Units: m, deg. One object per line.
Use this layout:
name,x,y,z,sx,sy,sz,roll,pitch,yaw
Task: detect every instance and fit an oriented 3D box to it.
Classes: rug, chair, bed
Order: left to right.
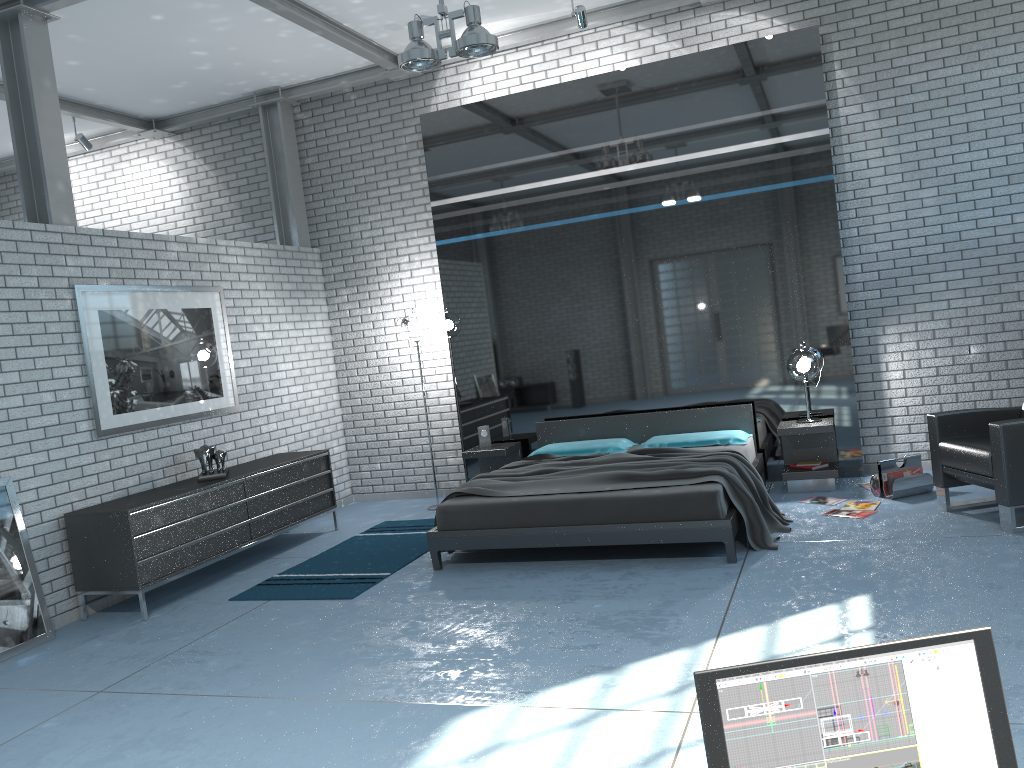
rug,-1.013,1.222,6.391,0.886,0.012,2.060,-6,3,21
bed,0.797,0.676,6.345,2.290,0.674,2.261,-6,3,21
chair,3.132,0.220,5.323,0.940,1.099,0.763,-7,3,-4

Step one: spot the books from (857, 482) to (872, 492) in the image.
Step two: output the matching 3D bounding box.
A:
books,2.709,0.755,6.555,0.214,0.005,0.318,-7,3,3

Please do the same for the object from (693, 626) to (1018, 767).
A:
object,0.440,0.476,0.948,0.380,0.288,0.320,-7,3,-4

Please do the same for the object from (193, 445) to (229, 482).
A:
object,-2.180,0.558,6.428,0.221,0.237,0.369,-8,3,-14

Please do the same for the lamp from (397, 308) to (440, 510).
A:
lamp,-0.763,0.214,7.820,0.250,1.773,0.259,-8,3,-24

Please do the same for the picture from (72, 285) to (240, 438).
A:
picture,-2.540,-0.213,6.499,0.020,1.015,1.490,-6,3,21

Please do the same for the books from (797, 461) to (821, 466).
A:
books,2.274,0.609,6.789,0.168,0.011,0.118,-6,3,26

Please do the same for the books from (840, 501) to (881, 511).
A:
books,2.364,0.825,6.007,0.219,0.011,0.297,-5,4,33

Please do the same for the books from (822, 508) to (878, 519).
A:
books,2.231,0.853,5.854,0.214,0.005,0.300,-10,4,-39

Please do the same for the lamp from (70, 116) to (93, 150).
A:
lamp,-4.083,-2.377,8.380,0.137,0.332,0.167,-6,3,11

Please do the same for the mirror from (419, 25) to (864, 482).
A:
mirror,0.974,-0.845,7.476,3.400,3.500,0.050,-6,3,21

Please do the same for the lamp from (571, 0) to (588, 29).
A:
lamp,0.480,-2.844,6.658,0.137,0.332,0.167,-6,3,11

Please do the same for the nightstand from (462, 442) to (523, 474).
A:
nightstand,-0.147,0.793,7.704,0.400,0.501,0.400,-6,3,21

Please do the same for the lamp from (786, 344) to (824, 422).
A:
lamp,2.258,-0.014,6.818,0.259,0.596,0.250,-5,4,29

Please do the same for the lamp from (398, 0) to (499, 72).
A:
lamp,-0.434,-2.384,5.298,0.639,0.872,0.300,-6,3,21

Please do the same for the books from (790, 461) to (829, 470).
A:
books,2.276,0.625,6.790,0.176,0.021,0.223,-9,4,-27

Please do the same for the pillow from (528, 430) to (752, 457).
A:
pillow,0.986,0.495,7.122,1.810,0.115,0.567,-6,3,21

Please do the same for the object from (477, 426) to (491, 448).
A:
object,-0.240,0.458,7.731,0.100,0.184,0.032,-8,3,-11

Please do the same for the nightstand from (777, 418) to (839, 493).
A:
nightstand,2.275,0.546,6.790,0.400,0.501,0.400,-6,3,21

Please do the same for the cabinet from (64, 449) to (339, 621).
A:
cabinet,-2.108,1.011,6.463,0.510,0.682,2.250,-6,3,21

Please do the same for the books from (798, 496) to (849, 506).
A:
books,2.214,0.829,6.312,0.214,0.005,0.300,-9,4,-36

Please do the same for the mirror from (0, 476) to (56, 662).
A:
mirror,-2.934,1.050,4.905,0.165,0.978,0.674,-6,3,21

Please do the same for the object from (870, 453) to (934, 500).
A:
object,2.722,0.643,6.209,0.352,0.271,0.236,-8,3,-15
